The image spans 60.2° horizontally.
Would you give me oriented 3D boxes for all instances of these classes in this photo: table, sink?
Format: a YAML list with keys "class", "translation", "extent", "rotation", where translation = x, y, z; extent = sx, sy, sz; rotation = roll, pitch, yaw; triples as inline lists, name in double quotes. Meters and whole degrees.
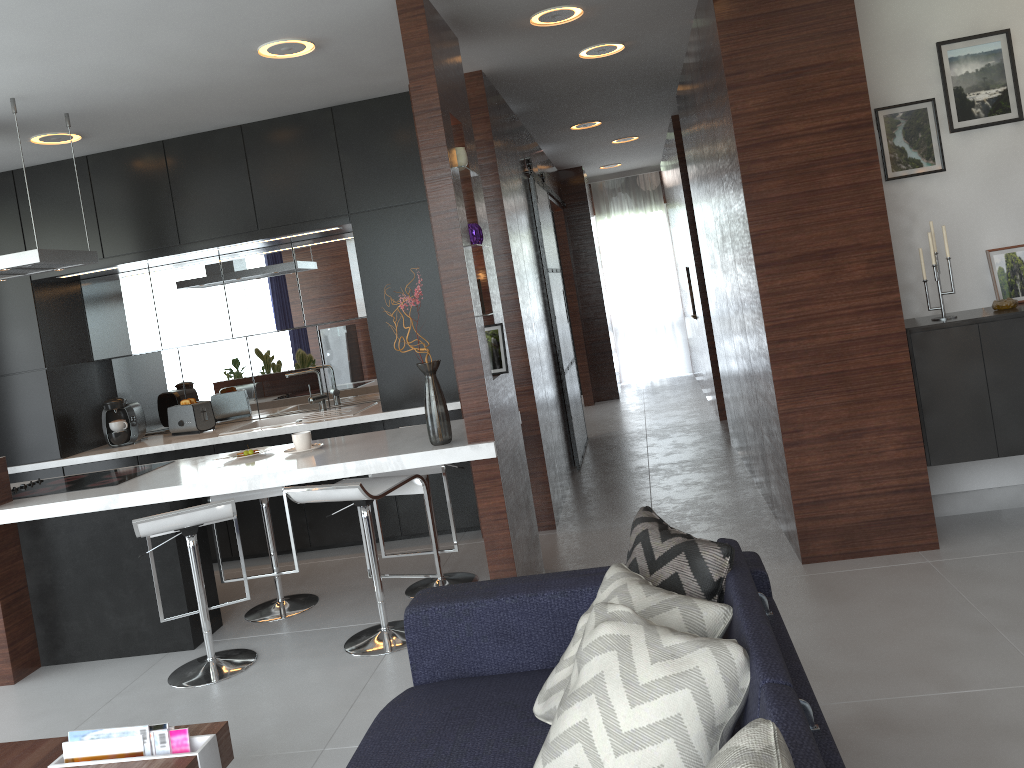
- class: "table"
  translation: [-1.158, 1.147, 1.967]
  extent: [0.803, 0.351, 0.806]
  rotation: [-8, 5, 9]
- class: "sink"
  translation: [-1.325, 0.180, 5.524]
  extent: [0.851, 0.491, 0.506]
  rotation: [-9, 3, 8]

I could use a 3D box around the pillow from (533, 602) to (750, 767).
- class: "pillow"
  translation: [0.243, 0.648, 1.703]
  extent: [0.282, 0.350, 0.416]
  rotation: [-11, 4, -38]

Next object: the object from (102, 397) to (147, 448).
- class: "object"
  translation: [-2.495, 0.234, 5.662]
  extent: [0.215, 0.311, 0.270]
  rotation: [-10, 3, -6]

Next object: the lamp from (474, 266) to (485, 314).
- class: "lamp"
  translation: [-0.176, -0.394, 3.758]
  extent: [0.077, 0.210, 0.154]
  rotation: [-9, 3, 21]

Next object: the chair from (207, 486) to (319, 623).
- class: "chair"
  translation: [-1.157, 0.710, 4.291]
  extent: [0.396, 0.738, 0.465]
  rotation: [-9, 2, 4]

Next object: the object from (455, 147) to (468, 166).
- class: "object"
  translation: [-0.239, -0.944, 3.751]
  extent: [0.088, 0.085, 0.218]
  rotation: [-10, 5, -8]

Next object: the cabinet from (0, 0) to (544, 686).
- class: "cabinet"
  translation: [-1.700, -0.094, 4.062]
  extent: [3.327, 2.547, 0.789]
  rotation: [-9, 1, 8]

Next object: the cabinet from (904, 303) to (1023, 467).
- class: "cabinet"
  translation: [2.261, -0.049, 3.778]
  extent: [1.128, 0.583, 0.400]
  rotation: [-9, 2, 8]

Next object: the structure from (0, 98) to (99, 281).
- class: "structure"
  translation: [-2.660, -0.871, 4.254]
  extent: [1.042, 0.758, 0.448]
  rotation: [-9, 2, 8]

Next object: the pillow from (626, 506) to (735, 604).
- class: "pillow"
  translation: [0.379, 0.546, 2.196]
  extent: [0.222, 0.384, 0.415]
  rotation: [-10, 4, -21]

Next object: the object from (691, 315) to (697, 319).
- class: "object"
  translation: [1.823, -0.648, 8.386]
  extent: [0.230, 0.020, 0.429]
  rotation: [-8, 6, 9]

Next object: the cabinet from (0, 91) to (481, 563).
- class: "cabinet"
  translation: [-2.006, -0.205, 5.602]
  extent: [3.471, 2.549, 0.708]
  rotation: [-9, 1, 8]

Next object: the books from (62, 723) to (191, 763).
- class: "books"
  translation: [-1.791, 0.779, 5.680]
  extent: [0.406, 0.371, 8.249]
  rotation: [-10, 6, -12]

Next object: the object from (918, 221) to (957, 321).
- class: "object"
  translation: [1.824, -0.490, 3.794]
  extent: [0.101, 0.425, 0.101]
  rotation: [-9, 1, -8]

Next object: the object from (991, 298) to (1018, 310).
- class: "object"
  translation: [2.111, -0.343, 3.782]
  extent: [0.105, 0.046, 0.099]
  rotation: [-13, 6, -35]

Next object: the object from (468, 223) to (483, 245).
- class: "object"
  translation: [-0.191, -0.633, 3.794]
  extent: [0.136, 0.097, 0.132]
  rotation: [-13, 5, -41]

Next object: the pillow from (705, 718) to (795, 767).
- class: "pillow"
  translation: [0.206, 0.694, 1.019]
  extent: [0.342, 0.387, 0.498]
  rotation: [-9, 4, 9]

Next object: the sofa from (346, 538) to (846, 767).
- class: "sofa"
  translation: [-0.394, 0.972, 1.214]
  extent: [1.895, 0.606, 2.892]
  rotation: [-8, 6, 9]

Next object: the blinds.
- class: "blinds"
  translation: [1.557, -1.402, 10.750]
  extent: [0.854, 2.695, 0.134]
  rotation: [-9, 1, 8]

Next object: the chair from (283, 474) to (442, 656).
- class: "chair"
  translation: [-0.596, 0.704, 3.619]
  extent: [0.394, 0.707, 0.467]
  rotation: [-8, 3, 26]

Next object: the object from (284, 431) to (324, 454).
- class: "object"
  translation: [-0.957, 0.266, 4.039]
  extent: [0.182, 0.086, 0.182]
  rotation: [-11, 5, -15]

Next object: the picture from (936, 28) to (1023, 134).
- class: "picture"
  translation: [2.090, -1.352, 3.946]
  extent: [0.310, 0.412, 0.017]
  rotation: [-9, 1, 8]

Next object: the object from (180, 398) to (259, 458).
- class: "object"
  translation: [-1.659, 0.217, 4.923]
  extent: [0.141, 0.221, 1.874]
  rotation: [-10, 6, -26]

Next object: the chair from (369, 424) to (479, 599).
- class: "chair"
  translation: [-0.376, 0.590, 4.229]
  extent: [0.395, 0.738, 0.467]
  rotation: [-9, 2, 15]

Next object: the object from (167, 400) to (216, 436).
- class: "object"
  translation: [-2.071, 0.221, 5.689]
  extent: [0.259, 0.195, 0.178]
  rotation: [-7, 4, 29]

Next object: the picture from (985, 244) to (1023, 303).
- class: "picture"
  translation: [2.246, -0.488, 3.935]
  extent: [0.202, 0.255, 0.059]
  rotation: [-9, 1, 8]

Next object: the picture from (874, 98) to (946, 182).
- class: "picture"
  translation: [1.800, -1.105, 3.997]
  extent: [0.262, 0.334, 0.015]
  rotation: [-9, 1, 8]

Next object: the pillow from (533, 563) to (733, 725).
- class: "pillow"
  translation: [0.257, 0.624, 1.988]
  extent: [0.332, 0.293, 0.414]
  rotation: [-11, 5, -29]

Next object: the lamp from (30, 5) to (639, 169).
- class: "lamp"
  translation: [-0.928, -1.575, 5.024]
  extent: [5.351, 0.084, 9.619]
  rotation: [-10, 6, -5]

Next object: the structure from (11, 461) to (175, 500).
- class: "structure"
  translation: [-2.095, 0.484, 4.229]
  extent: [0.762, 0.057, 0.508]
  rotation: [-8, 6, 8]

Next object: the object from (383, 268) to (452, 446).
- class: "object"
  translation: [-0.391, -0.108, 3.594]
  extent: [0.198, 0.733, 0.388]
  rotation: [-9, 2, -10]

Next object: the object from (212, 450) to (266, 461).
- class: "object"
  translation: [-1.278, 0.333, 4.144]
  extent: [0.250, 0.008, 0.026]
  rotation: [-12, 6, -23]

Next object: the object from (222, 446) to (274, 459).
- class: "object"
  translation: [-1.250, 0.334, 4.187]
  extent: [0.239, 0.019, 0.238]
  rotation: [-11, 6, -19]

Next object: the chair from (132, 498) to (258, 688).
- class: "chair"
  translation: [-1.283, 0.819, 3.589]
  extent: [0.398, 0.707, 0.463]
  rotation: [-10, 2, -19]

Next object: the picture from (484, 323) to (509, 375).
- class: "picture"
  translation: [-0.113, -0.147, 3.899]
  extent: [0.175, 0.221, 0.051]
  rotation: [-9, 1, 12]

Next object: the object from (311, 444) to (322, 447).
- class: "object"
  translation: [-0.943, 0.287, 4.098]
  extent: [0.164, 0.012, 0.036]
  rotation: [-5, 7, 34]
